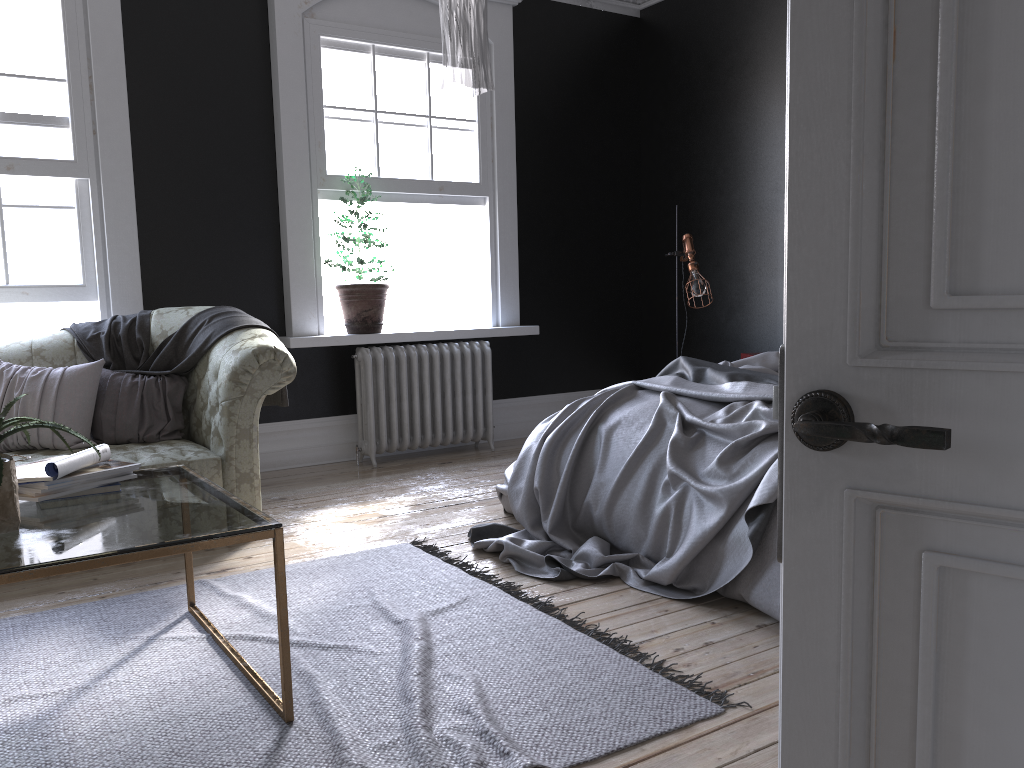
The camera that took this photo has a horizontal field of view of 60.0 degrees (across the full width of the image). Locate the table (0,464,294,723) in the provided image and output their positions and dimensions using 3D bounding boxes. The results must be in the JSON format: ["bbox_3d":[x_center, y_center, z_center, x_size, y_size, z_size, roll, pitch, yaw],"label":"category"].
[{"bbox_3d":[-1.511,0.667,2.468,1.447,0.559,1.091,-5,7,-33],"label":"table"}]

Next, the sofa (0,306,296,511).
[{"bbox_3d":[-2.623,0.236,4.321,2.810,1.163,1.604,-5,7,-32],"label":"sofa"}]

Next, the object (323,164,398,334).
[{"bbox_3d":[-1.043,-0.914,6.110,0.474,1.136,0.504,-1,7,7],"label":"object"}]

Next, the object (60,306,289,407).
[{"bbox_3d":[-1.882,-0.129,4.894,1.367,0.586,0.516,0,7,16],"label":"object"}]

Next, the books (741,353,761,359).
[{"bbox_3d":[1.730,-0.178,5.966,0.275,0.045,0.345,-2,6,-3],"label":"books"}]

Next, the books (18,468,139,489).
[{"bbox_3d":[-1.400,0.286,2.806,0.252,0.011,0.318,2,7,28],"label":"books"}]

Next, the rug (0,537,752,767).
[{"bbox_3d":[-1.382,0.939,2.400,3.641,0.050,2.103,-5,7,-32],"label":"rug"}]

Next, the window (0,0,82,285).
[{"bbox_3d":[-3.098,-1.357,4.887,1.262,1.675,0.056,-6,8,-33],"label":"window"}]

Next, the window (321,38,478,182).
[{"bbox_3d":[-0.789,-1.893,6.353,1.262,1.019,0.056,-5,8,-33],"label":"window"}]

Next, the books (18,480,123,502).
[{"bbox_3d":[-1.437,0.321,2.785,0.252,0.011,0.318,1,6,23],"label":"books"}]

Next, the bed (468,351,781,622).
[{"bbox_3d":[1.530,0.028,4.404,3.279,1.301,2.763,-7,8,-44],"label":"bed"}]

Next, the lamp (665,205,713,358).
[{"bbox_3d":[1.266,-0.464,6.916,0.437,1.783,1.714,-1,6,5],"label":"lamp"}]

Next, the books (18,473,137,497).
[{"bbox_3d":[-1.406,0.307,2.815,0.252,0.011,0.318,3,7,38],"label":"books"}]

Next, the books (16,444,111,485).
[{"bbox_3d":[-1.455,0.268,2.756,0.273,0.109,0.321,-1,6,2],"label":"books"}]

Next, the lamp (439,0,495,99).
[{"bbox_3d":[-0.186,-2.022,2.965,0.784,2.053,0.780,0,7,10],"label":"lamp"}]

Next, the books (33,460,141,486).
[{"bbox_3d":[-1.393,0.275,2.808,0.252,0.011,0.318,2,7,33],"label":"books"}]

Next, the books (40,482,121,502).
[{"bbox_3d":[-1.384,0.333,2.827,0.231,0.023,0.162,-5,7,-32],"label":"books"}]

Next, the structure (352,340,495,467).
[{"bbox_3d":[-0.616,0.130,6.423,1.140,0.850,0.276,-5,8,-33],"label":"structure"}]

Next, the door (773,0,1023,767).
[{"bbox_3d":[0.755,-0.133,0.804,1.097,2.379,0.216,5,9,44],"label":"door"}]

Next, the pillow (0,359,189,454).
[{"bbox_3d":[-2.166,0.092,4.550,0.963,0.462,0.404,-4,7,-25],"label":"pillow"}]

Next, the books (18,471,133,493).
[{"bbox_3d":[-1.419,0.297,2.803,0.252,0.011,0.318,2,7,28],"label":"books"}]
